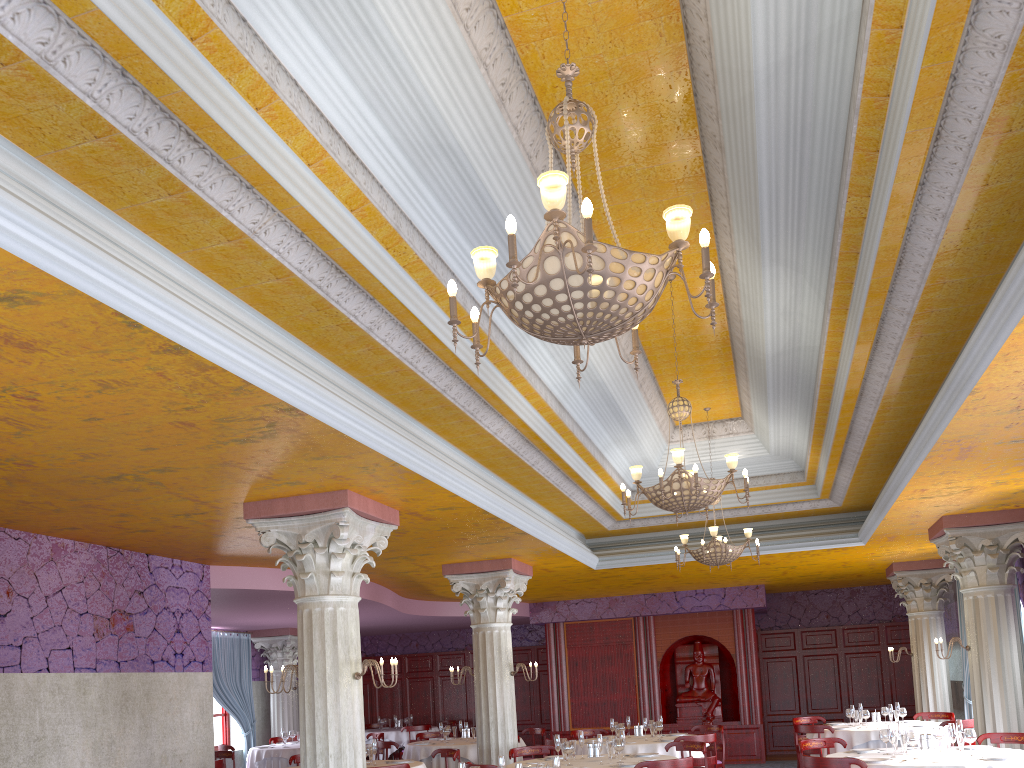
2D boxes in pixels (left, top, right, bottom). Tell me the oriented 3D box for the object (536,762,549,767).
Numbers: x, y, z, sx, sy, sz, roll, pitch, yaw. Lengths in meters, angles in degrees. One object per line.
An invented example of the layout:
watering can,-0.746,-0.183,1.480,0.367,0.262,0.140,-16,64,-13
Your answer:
object,0.262,3.293,7.142,0.124,0.256,0.124,-8,-9,30

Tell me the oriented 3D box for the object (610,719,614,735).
object,1.508,5.192,12.859,0.074,0.325,0.076,1,-7,-37

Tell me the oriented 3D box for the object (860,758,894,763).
object,3.504,3.628,8.246,0.315,0.023,0.327,-9,-20,16

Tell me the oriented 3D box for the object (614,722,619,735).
object,1.596,5.342,13.199,0.122,0.256,0.126,-4,-8,8

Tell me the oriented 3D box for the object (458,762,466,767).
object,-0.390,3.165,6.780,0.074,0.325,0.076,1,-7,-37

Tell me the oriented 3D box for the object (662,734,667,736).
object,2.442,5.506,13.447,0.257,0.019,0.057,6,-20,-23

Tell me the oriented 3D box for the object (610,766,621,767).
object,1.094,4.030,9.016,0.027,0.013,0.243,5,-21,-26

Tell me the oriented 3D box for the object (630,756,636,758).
object,1.423,4.356,9.994,0.030,0.010,0.146,5,-21,-24

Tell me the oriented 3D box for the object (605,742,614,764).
object,1.082,4.073,9.455,0.087,0.230,0.086,-9,-9,41

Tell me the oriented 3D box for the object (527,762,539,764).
object,0.236,4.402,9.946,0.159,0.009,0.167,5,-21,-22

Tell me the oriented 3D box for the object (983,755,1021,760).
object,4.539,3.464,7.934,0.315,0.023,0.327,-9,-20,16

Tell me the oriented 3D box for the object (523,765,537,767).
object,0.230,4.202,9.395,0.315,0.023,0.327,-9,-20,16

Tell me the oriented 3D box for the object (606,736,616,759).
object,1.173,4.266,10.058,0.124,0.256,0.124,-8,-9,30

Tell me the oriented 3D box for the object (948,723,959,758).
object,4.243,3.434,8.243,0.074,0.325,0.076,1,-7,-37

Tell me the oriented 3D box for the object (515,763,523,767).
object,0.059,3.035,6.476,0.074,0.325,0.076,1,-7,-37

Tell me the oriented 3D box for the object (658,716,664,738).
object,2.263,5.203,13.003,0.074,0.325,0.076,1,-7,-37

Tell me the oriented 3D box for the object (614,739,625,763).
object,1.192,4.068,9.495,0.122,0.256,0.127,-1,-8,-14

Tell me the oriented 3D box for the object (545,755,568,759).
object,0.547,4.547,10.430,0.313,0.023,0.330,-2,-19,-3

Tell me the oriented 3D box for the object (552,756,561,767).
object,0.366,3.176,6.925,0.074,0.325,0.076,1,-7,-37

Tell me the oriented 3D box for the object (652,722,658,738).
object,2.199,5.293,13.109,0.086,0.230,0.088,-5,-7,19

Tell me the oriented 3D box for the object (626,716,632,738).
object,1.815,5.333,13.308,0.074,0.325,0.076,1,-7,-37

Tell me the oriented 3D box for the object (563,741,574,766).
object,0.628,4.090,9.474,0.122,0.256,0.126,-4,-8,8

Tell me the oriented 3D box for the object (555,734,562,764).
object,0.521,4.138,9.697,0.074,0.325,0.076,-4,-6,8

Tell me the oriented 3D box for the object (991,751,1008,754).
object,4.816,3.643,8.464,0.159,0.009,0.167,5,-21,-22

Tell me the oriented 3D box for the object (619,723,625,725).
object,1.707,5.363,13.236,0.087,0.230,0.086,-9,-9,41

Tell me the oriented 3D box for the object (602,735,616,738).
object,1.535,5.602,13.592,0.316,0.023,0.327,9,-23,-31

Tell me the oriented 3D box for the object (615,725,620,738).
object,1.577,5.198,12.745,0.086,0.230,0.088,-3,-7,-3

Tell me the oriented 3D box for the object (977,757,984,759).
object,4.417,3.533,8.092,0.139,0.010,0.031,6,-20,-25

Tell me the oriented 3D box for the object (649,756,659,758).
object,1.649,4.326,9.946,0.233,0.013,0.029,7,-20,-28

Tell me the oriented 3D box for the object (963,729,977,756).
object,4.465,3.494,8.346,0.122,0.256,0.127,-1,-8,-14

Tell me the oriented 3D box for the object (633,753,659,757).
object,1.583,4.384,10.118,0.319,0.023,0.324,14,-26,-40

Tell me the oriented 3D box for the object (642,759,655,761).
object,1.543,4.217,9.613,0.160,0.009,0.166,9,-23,-31

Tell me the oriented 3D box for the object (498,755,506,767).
object,-0.083,3.306,7.230,0.074,0.325,0.076,1,-7,-37

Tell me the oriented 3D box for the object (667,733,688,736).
object,2.570,5.438,13.279,0.313,0.023,0.330,-2,-19,-3

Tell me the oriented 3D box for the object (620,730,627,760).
object,1.276,4.149,9.841,0.074,0.325,0.076,-2,-6,-15

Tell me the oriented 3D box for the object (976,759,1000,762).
object,4.367,3.456,7.867,0.027,0.013,0.243,5,-21,-26

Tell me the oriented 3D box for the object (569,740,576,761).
object,0.720,4.308,10.075,0.086,0.230,0.088,-5,-7,19

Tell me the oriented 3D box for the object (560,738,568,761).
object,0.609,4.288,10.037,0.122,0.256,0.127,-1,-8,-14

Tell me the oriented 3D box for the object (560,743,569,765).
object,0.590,4.143,9.583,0.087,0.230,0.086,-9,-9,41

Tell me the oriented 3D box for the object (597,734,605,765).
object,0.969,4.008,9.392,0.074,0.325,0.076,1,-7,-37

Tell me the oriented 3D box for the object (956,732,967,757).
object,4.355,3.499,8.306,0.086,0.230,0.088,-3,-7,-3

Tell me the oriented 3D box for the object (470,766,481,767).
object,-0.302,3.315,7.120,0.124,0.256,0.124,-8,-9,30

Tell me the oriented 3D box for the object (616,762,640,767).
object,1.265,4.038,9.083,0.315,0.023,0.327,-9,-20,16

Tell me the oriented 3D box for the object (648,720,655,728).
object,2.160,5.320,13.220,0.122,0.256,0.126,-4,-8,8

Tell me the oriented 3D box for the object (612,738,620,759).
object,1.212,4.238,9.947,0.086,0.230,0.088,-5,-7,19

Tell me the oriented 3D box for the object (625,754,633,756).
object,1.454,4.451,10.285,0.257,0.019,0.057,6,-20,-23

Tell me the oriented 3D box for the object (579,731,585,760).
object,0.828,4.279,10.146,0.074,0.325,0.076,1,-7,-37

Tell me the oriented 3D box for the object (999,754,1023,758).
object,4.708,3.503,8.062,0.055,0.019,0.270,4,-20,-22
